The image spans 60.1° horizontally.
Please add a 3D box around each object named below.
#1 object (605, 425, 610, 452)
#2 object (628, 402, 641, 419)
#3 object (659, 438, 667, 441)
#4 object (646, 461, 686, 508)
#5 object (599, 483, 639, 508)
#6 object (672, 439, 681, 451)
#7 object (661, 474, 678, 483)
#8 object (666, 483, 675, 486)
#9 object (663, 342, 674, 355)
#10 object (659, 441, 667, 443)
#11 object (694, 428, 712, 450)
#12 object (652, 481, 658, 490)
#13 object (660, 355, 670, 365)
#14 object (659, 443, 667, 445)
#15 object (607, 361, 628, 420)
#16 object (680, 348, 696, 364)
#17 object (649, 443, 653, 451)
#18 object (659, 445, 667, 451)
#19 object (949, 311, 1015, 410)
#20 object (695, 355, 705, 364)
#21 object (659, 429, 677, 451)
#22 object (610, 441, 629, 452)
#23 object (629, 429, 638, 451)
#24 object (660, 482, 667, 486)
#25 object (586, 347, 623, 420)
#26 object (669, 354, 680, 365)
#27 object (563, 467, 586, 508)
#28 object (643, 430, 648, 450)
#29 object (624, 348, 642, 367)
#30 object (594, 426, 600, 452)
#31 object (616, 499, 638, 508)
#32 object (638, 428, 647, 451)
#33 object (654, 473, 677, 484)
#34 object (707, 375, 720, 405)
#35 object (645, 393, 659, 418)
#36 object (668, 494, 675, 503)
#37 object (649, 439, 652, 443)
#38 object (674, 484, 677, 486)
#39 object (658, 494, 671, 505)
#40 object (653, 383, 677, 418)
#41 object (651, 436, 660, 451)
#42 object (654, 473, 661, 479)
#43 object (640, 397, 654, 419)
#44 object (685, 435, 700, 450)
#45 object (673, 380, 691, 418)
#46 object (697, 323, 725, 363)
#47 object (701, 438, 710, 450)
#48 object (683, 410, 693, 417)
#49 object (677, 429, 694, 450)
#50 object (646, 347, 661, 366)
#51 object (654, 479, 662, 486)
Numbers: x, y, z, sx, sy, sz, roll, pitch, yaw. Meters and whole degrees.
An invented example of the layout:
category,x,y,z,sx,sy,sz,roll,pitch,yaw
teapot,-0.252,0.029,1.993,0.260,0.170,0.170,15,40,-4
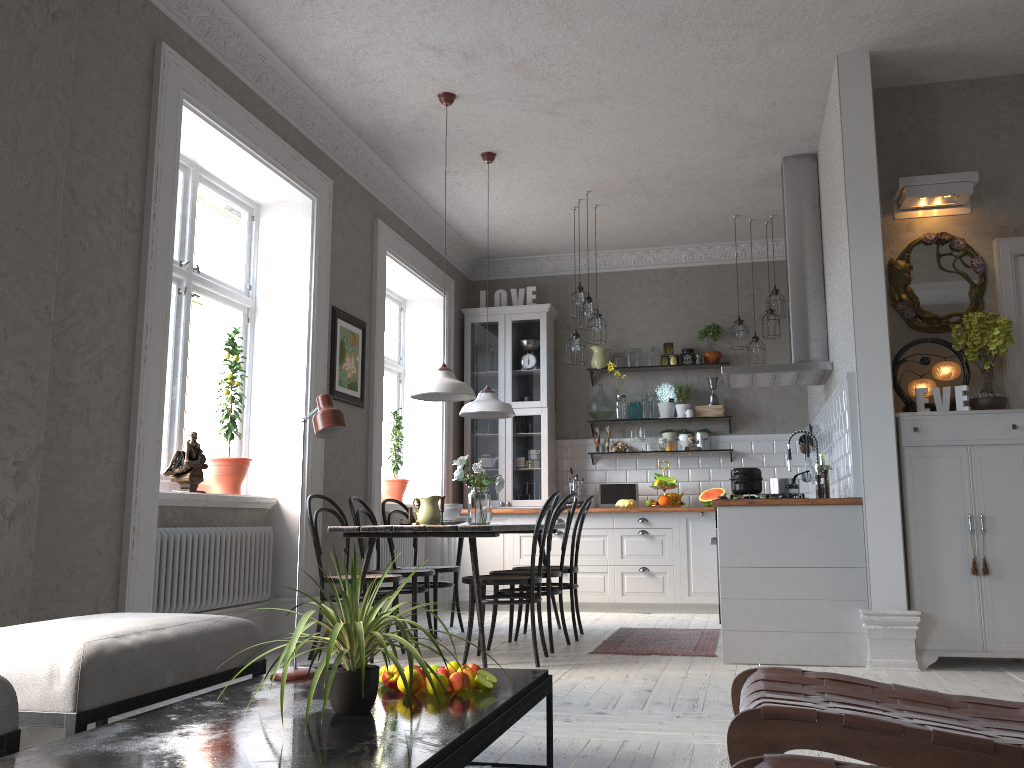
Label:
category,x,y,z,sx,sy,sz,roll,pitch,yaw
object,0.896,0.515,8.257,0.063,0.264,0.052,7,-12,-40
object,1.150,0.260,8.274,0.124,0.172,0.127,-3,-9,17
object,1.373,0.524,8.055,0.077,0.051,0.077,0,-9,-1
object,1.358,0.898,7.893,0.352,0.425,0.351,0,-9,-1
object,0.965,1.016,8.001,0.348,0.226,0.089,-2,-9,12
object,1.499,0.558,8.079,0.077,0.108,0.078,-1,-9,7
object,1.410,0.857,7.931,0.177,0.096,0.090,-6,-11,33
object,1.399,0.904,7.861,0.076,0.062,0.099,2,-9,-13
object,1.453,-0.323,8.226,0.083,0.113,0.082,1,-9,-6
object,1.373,0.549,8.052,0.076,0.051,0.078,-6,-10,32
object,1.755,0.513,8.121,0.157,0.213,0.154,-2,-9,11
object,1.298,0.904,7.911,0.096,0.078,0.101,0,-9,1
object,1.423,-0.209,8.228,0.082,0.113,0.083,-2,-9,13
object,1.373,0.566,8.049,0.077,0.051,0.077,-1,-9,6
object,0.977,0.061,8.194,0.191,0.540,0.282,-1,-9,6
object,1.639,-0.241,8.233,0.141,0.174,0.143,-2,-9,13
object,1.308,0.589,8.184,0.076,0.083,0.079,-6,-10,31
object,1.373,0.583,8.046,0.077,0.051,0.077,-1,-9,6
object,2.544,-0.116,4.738,0.347,0.553,0.291,8,-12,-42
object,1.722,-0.221,8.108,0.092,0.096,0.075,-2,-9,14
object,1.440,0.518,8.173,0.157,0.217,0.155,1,-9,-7
object,0.990,0.581,8.200,0.178,0.111,0.095,1,-9,-9
object,1.132,0.528,8.218,0.082,0.217,0.082,0,-9,0
object,1.337,0.899,7.840,0.063,0.061,0.067,-2,-9,13
object,0.819,0.007,8.284,0.338,0.674,0.333,3,-9,-18
object,1.507,-0.213,8.206,0.081,0.113,0.084,-4,-10,23
object,0.566,0.948,8.010,0.204,0.370,0.356,-2,-9,14
object,1.215,0.524,8.196,0.082,0.217,0.082,0,-9,0
object,1.136,-0.231,8.304,0.175,0.184,0.168,7,-11,-37
object,0.798,0.522,8.294,0.054,0.264,0.061,2,-9,-15
object,1.007,1.052,7.773,0.195,0.083,0.191,-3,-9,14
object,1.194,0.510,8.109,0.082,0.217,0.082,0,-9,0
object,1.365,0.838,7.873,0.208,0.101,0.068,-3,-9,19
object,1.844,0.062,8.120,0.131,0.287,0.130,0,-9,-1
object,1.308,0.218,8.309,0.130,0.264,0.133,-3,-9,19
object,1.395,1.014,7.815,0.087,0.078,0.089,-8,-12,39
object,1.308,0.556,8.189,0.076,0.083,0.079,-6,-10,31
object,1.447,0.904,7.882,0.051,0.050,0.050,-4,-10,23
object,1.337,1.015,7.749,0.114,0.110,0.110,3,-9,-19
object,1.451,0.156,8.223,0.240,0.354,0.239,-6,-10,31
object,1.318,0.549,8.109,0.079,0.139,0.078,2,-9,-14
object,1.302,0.820,7.895,0.073,0.058,0.050,1,-9,-10
object,1.247,0.225,8.164,0.122,0.206,0.127,-7,-11,36
object,1.642,0.534,8.042,0.120,0.147,0.099,3,-9,-19
object,1.566,0.131,8.147,0.187,0.380,0.166,4,-10,-25
object,1.852,-0.367,8.156,0.256,0.397,0.246,-7,-11,38
object,1.743,0.544,7.999,0.077,0.108,0.078,-1,-9,7
object,1.614,0.271,8.048,0.104,0.071,0.064,-9,-12,43
object,1.593,0.517,8.148,0.170,0.214,0.150,-8,-12,43
object,1.333,-0.241,8.360,0.142,0.220,0.137,4,-10,-27
object,1.293,0.876,7.838,0.058,0.069,0.080,-6,-11,33
